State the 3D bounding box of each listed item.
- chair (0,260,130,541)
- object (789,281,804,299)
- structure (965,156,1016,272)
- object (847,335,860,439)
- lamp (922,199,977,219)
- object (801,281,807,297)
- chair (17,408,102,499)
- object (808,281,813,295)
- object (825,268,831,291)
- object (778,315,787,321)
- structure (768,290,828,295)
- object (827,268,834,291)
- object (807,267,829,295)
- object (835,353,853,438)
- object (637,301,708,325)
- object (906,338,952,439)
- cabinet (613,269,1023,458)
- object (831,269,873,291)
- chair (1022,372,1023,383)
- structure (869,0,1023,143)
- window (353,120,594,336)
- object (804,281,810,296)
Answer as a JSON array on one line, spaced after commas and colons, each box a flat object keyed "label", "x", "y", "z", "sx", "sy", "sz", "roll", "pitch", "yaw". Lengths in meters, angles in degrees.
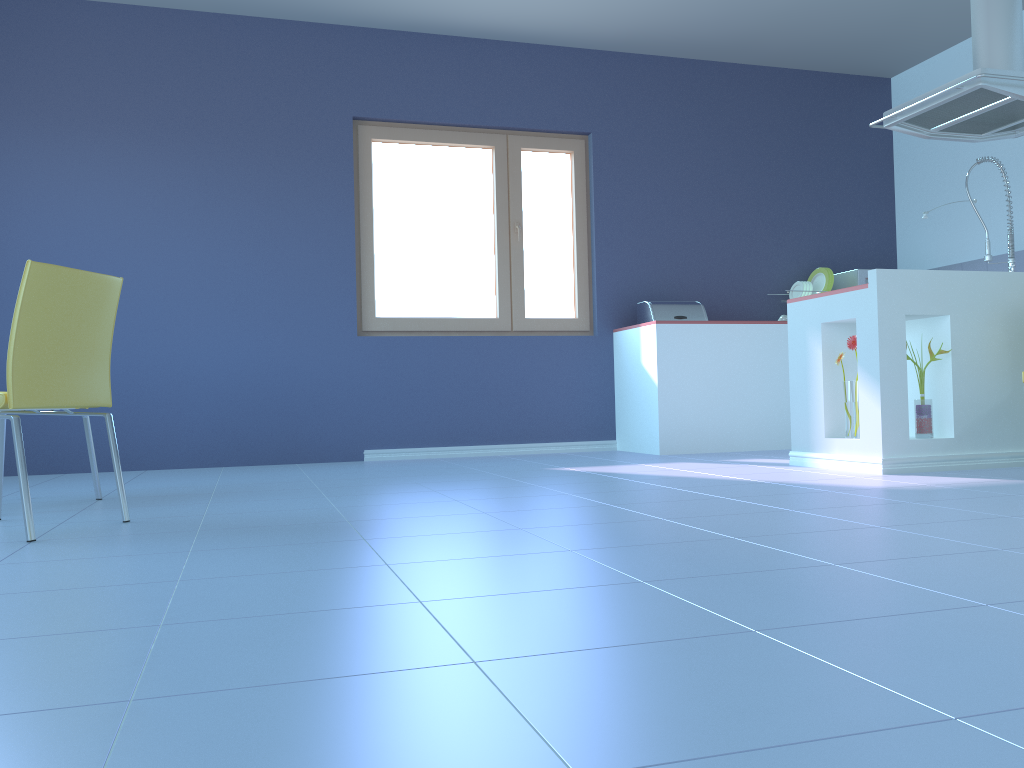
[{"label": "chair", "x": -1.359, "y": 0.046, "z": 2.419, "sx": 0.484, "sy": 0.695, "sz": 0.387, "roll": -2, "pitch": -1, "yaw": 14}, {"label": "object", "x": 1.840, "y": -0.596, "z": 5.733, "sx": 0.039, "sy": 0.136, "sz": 0.140, "roll": -1, "pitch": -1, "yaw": -21}, {"label": "structure", "x": 2.787, "y": -0.861, "z": 5.057, "sx": 0.178, "sy": 0.920, "sz": 0.308, "roll": -1, "pitch": -1, "yaw": -18}, {"label": "object", "x": 1.411, "y": 0.012, "z": 3.650, "sx": 0.054, "sy": 0.427, "sz": 0.090, "roll": -2, "pitch": -1, "yaw": 15}, {"label": "lamp", "x": 2.670, "y": -1.072, "z": 5.416, "sx": 0.400, "sy": 0.134, "sz": 0.037, "roll": -1, "pitch": -1, "yaw": -17}, {"label": "object", "x": 1.863, "y": -0.597, "z": 5.741, "sx": 0.039, "sy": 0.136, "sz": 0.140, "roll": -1, "pitch": -1, "yaw": -21}, {"label": "chair", "x": -1.732, "y": 0.070, "z": 3.056, "sx": 0.387, "sy": 0.699, "sz": 0.484, "roll": -2, "pitch": -1, "yaw": 19}, {"label": "object", "x": 1.908, "y": -0.598, "z": 5.757, "sx": 0.039, "sy": 0.136, "sz": 0.140, "roll": -1, "pitch": -1, "yaw": -21}, {"label": "object", "x": 2.013, "y": -0.654, "z": 5.797, "sx": 0.053, "sy": 0.214, "sz": 0.220, "roll": -1, "pitch": -1, "yaw": -20}, {"label": "object", "x": 1.760, "y": -0.407, "z": 5.749, "sx": 0.083, "sy": 0.082, "sz": 0.097, "roll": -2, "pitch": -1, "yaw": 17}, {"label": "structure", "x": 1.891, "y": -0.480, "z": 5.746, "sx": 0.408, "sy": 0.225, "sz": 0.194, "roll": -1, "pitch": -1, "yaw": -20}, {"label": "object", "x": 2.033, "y": -0.654, "z": 5.805, "sx": 0.053, "sy": 0.214, "sz": 0.220, "roll": -1, "pitch": -1, "yaw": -20}, {"label": "object", "x": 1.994, "y": -0.653, "z": 5.790, "sx": 0.053, "sy": 0.214, "sz": 0.220, "roll": -1, "pitch": -1, "yaw": -20}, {"label": "object", "x": 1.399, "y": 0.045, "z": 3.740, "sx": 0.050, "sy": 0.365, "sz": 0.085, "roll": -1, "pitch": -1, "yaw": -19}, {"label": "object", "x": 0.976, "y": -0.427, "z": 5.402, "sx": 0.364, "sy": 0.153, "sz": 0.235, "roll": -1, "pitch": -1, "yaw": -17}, {"label": "object", "x": 1.643, "y": 0.006, "z": 3.560, "sx": 0.229, "sy": 0.423, "sz": 0.067, "roll": -2, "pitch": -1, "yaw": 14}, {"label": "cabinet", "x": 1.978, "y": -0.037, "z": 4.761, "sx": 2.139, "sy": 0.800, "sz": 2.200, "roll": -1, "pitch": -1, "yaw": -17}, {"label": "object", "x": 2.429, "y": -0.553, "z": 5.836, "sx": 0.611, "sy": 0.350, "sz": 0.367, "roll": -1, "pitch": -1, "yaw": -17}, {"label": "chair", "x": 2.071, "y": -0.024, "z": 3.158, "sx": 0.387, "sy": 0.695, "sz": 0.484, "roll": -2, "pitch": -1, "yaw": 37}, {"label": "structure", "x": 2.222, "y": -1.678, "z": 4.069, "sx": 0.895, "sy": 0.962, "sz": 0.695, "roll": -1, "pitch": -1, "yaw": -17}, {"label": "window", "x": -0.210, "y": -0.915, "z": 5.345, "sx": 1.475, "sy": 1.263, "sz": 0.142, "roll": -1, "pitch": -1, "yaw": -17}, {"label": "object", "x": 1.885, "y": -0.597, "z": 5.749, "sx": 0.039, "sy": 0.136, "sz": 0.140, "roll": -1, "pitch": -1, "yaw": -21}]
